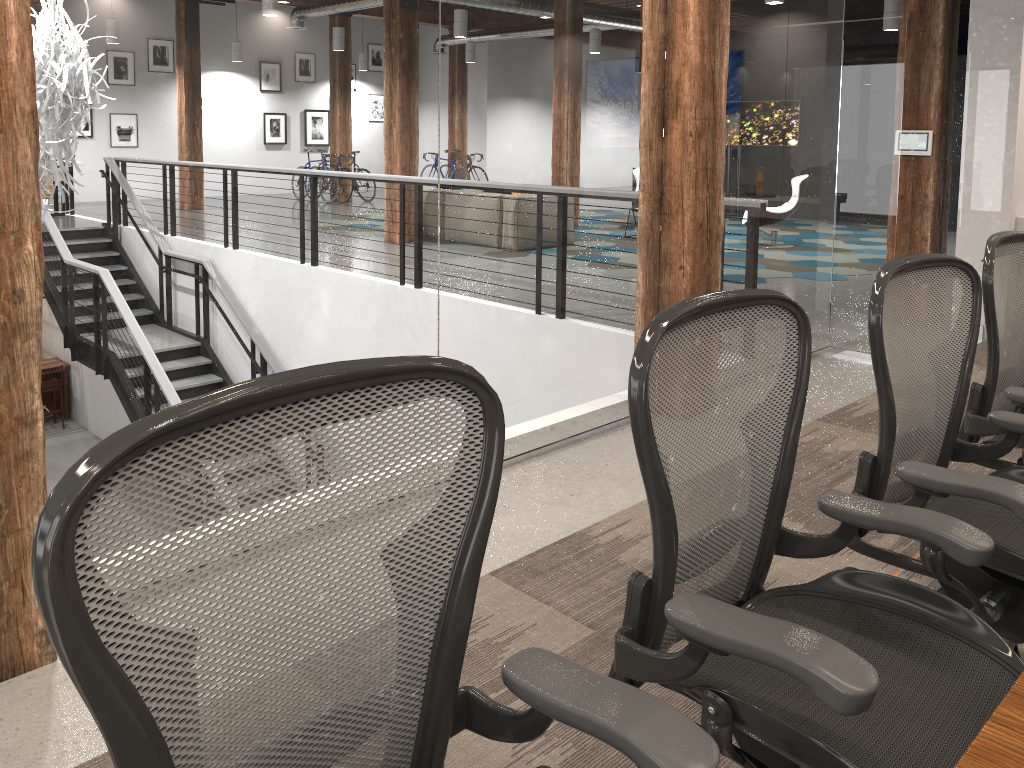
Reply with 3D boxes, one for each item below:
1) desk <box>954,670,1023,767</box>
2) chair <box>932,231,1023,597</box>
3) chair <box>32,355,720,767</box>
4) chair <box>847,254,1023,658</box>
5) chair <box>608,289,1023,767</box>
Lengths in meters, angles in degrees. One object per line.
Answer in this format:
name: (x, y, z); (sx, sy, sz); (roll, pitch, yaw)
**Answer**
desk: (1.762, 0.661, 1.212); (1.428, 0.734, 6.134); (14, 20, 43)
chair: (1.711, 0.125, 2.520); (0.770, 1.064, 0.815); (8, 12, 37)
chair: (-0.062, 0.561, 0.917); (0.798, 1.064, 0.787); (5, 10, 27)
chair: (1.142, 0.271, 1.984); (0.799, 1.064, 0.785); (6, 11, 31)
chair: (0.559, 0.430, 1.403); (0.768, 1.064, 0.816); (7, 11, 34)
